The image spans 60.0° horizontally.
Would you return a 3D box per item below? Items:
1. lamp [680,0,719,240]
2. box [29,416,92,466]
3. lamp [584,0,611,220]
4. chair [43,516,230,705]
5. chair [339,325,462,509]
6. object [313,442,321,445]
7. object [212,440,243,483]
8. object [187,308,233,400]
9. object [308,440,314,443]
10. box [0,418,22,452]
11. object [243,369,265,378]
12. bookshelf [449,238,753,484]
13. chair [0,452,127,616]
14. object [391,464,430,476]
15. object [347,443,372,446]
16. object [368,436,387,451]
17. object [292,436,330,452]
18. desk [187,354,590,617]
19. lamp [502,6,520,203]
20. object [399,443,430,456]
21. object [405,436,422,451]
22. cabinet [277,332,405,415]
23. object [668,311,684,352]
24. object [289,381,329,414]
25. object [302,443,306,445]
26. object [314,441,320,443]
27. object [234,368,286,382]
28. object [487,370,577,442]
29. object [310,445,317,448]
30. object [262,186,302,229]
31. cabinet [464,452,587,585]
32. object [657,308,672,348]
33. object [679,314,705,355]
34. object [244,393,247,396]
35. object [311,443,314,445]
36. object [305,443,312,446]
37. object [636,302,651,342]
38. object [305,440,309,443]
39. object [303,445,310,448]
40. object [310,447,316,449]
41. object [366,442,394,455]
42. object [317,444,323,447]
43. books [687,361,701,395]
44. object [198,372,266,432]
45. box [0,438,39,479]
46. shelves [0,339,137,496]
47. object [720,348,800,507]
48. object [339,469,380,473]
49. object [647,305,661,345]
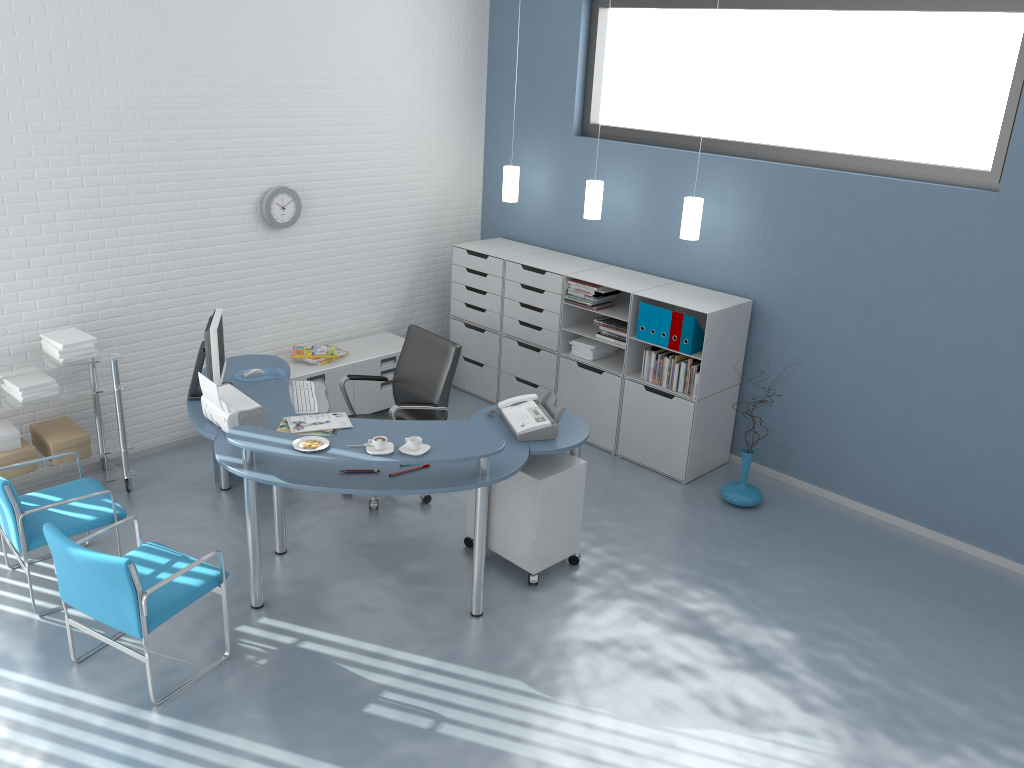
[{"bbox_3d":[1.173,-1.760,5.327,0.120,1.786,0.120,4,21,2],"label":"lamp"},{"bbox_3d":[-2.560,0.319,5.031,0.347,0.133,0.207,22,27,40],"label":"box"},{"bbox_3d":[0.602,-1.984,5.840,0.120,1.786,0.120,4,21,2],"label":"lamp"},{"bbox_3d":[-1.555,0.872,3.729,0.542,0.707,0.543,14,23,26],"label":"chair"},{"bbox_3d":[-0.716,0.206,5.279,0.652,0.948,0.584,-14,27,-38],"label":"chair"},{"bbox_3d":[-0.854,0.259,3.876,0.027,0.005,0.025,17,25,32],"label":"object"},{"bbox_3d":[-1.590,0.365,5.475,0.471,0.422,0.199,-1,21,-11],"label":"object"},{"bbox_3d":[-1.607,-0.148,4.687,0.212,0.417,0.365,-2,21,-13],"label":"object"},{"bbox_3d":[-0.880,0.252,3.892,0.025,0.005,0.027,3,21,-1],"label":"object"},{"bbox_3d":[-2.759,0.279,4.791,0.139,0.090,0.234,-14,27,-39],"label":"box"},{"bbox_3d":[-1.461,-0.066,5.024,0.115,0.035,0.054,-12,25,-34],"label":"object"},{"bbox_3d":[0.510,-0.268,6.430,2.294,1.141,0.521,21,27,40],"label":"bookshelf"},{"bbox_3d":[-2.201,0.635,4.263,0.543,0.707,0.542,-14,27,-39],"label":"chair"},{"bbox_3d":[-0.459,0.389,4.006,0.200,0.010,0.011,-12,25,-35],"label":"object"},{"bbox_3d":[-0.667,0.266,3.884,0.119,0.021,0.025,3,21,0],"label":"object"},{"bbox_3d":[-0.580,0.259,3.860,0.078,0.049,0.062,16,24,31],"label":"object"},{"bbox_3d":[-0.877,0.265,3.868,0.162,0.011,0.162,2,21,-4],"label":"object"},{"bbox_3d":[-0.838,0.486,4.583,2.282,0.900,1.402,10,22,17],"label":"desk"},{"bbox_3d":[0.031,-2.209,6.353,0.120,1.786,0.120,4,21,2],"label":"lamp"},{"bbox_3d":[-0.426,0.286,3.880,0.119,0.016,0.119,11,22,20],"label":"object"},{"bbox_3d":[-0.428,0.261,3.878,0.062,0.049,0.078,-6,23,-24],"label":"object"},{"bbox_3d":[-1.255,0.012,6.379,0.447,0.484,1.259,21,27,40],"label":"cabinet"},{"bbox_3d":[1.083,-0.348,5.590,0.082,0.247,0.181,21,27,40],"label":"object"},{"bbox_3d":[-1.164,0.070,4.919,0.276,0.028,0.478,-3,21,-15],"label":"object"},{"bbox_3d":[-0.905,0.262,3.875,0.027,0.005,0.025,1,21,-5],"label":"object"},{"bbox_3d":[-0.859,0.256,3.898,0.027,0.005,0.025,7,21,10],"label":"object"},{"bbox_3d":[-1.440,-0.066,5.051,0.285,0.026,0.213,-10,24,-31],"label":"object"},{"bbox_3d":[0.110,0.077,4.534,0.399,0.280,0.405,-3,21,-16],"label":"object"},{"bbox_3d":[-0.860,0.270,3.847,0.025,0.005,0.027,12,22,21],"label":"object"},{"bbox_3d":[-1.531,-1.176,5.901,0.041,0.277,0.279,21,27,40],"label":"object"},{"bbox_3d":[0.069,0.645,4.718,0.383,0.605,0.559,-16,28,-41],"label":"cabinet"},{"bbox_3d":[1.023,-0.371,5.643,0.082,0.247,0.181,21,27,40],"label":"object"},{"bbox_3d":[1.143,-0.324,5.536,0.082,0.247,0.181,21,27,40],"label":"object"},{"bbox_3d":[-1.389,0.084,4.674,0.013,0.013,0.178,-8,23,-27],"label":"object"},{"bbox_3d":[-0.872,0.263,3.875,0.027,0.005,0.025,14,23,27],"label":"object"},{"bbox_3d":[-0.886,0.263,3.862,0.025,0.005,0.027,-14,27,-39],"label":"object"},{"bbox_3d":[0.904,-0.418,5.750,0.082,0.247,0.181,21,27,40],"label":"object"},{"bbox_3d":[-0.893,0.253,3.899,0.027,0.005,0.025,7,21,10],"label":"object"},{"bbox_3d":[-0.892,0.272,3.848,0.027,0.005,0.025,0,21,-9],"label":"object"},{"bbox_3d":[-0.863,0.275,3.846,0.025,0.005,0.027,9,21,14],"label":"object"},{"bbox_3d":[-0.575,0.283,3.865,0.119,0.016,0.119,0,21,-9],"label":"object"},{"bbox_3d":[-0.842,0.267,3.871,0.025,0.005,0.027,16,24,30],"label":"object"},{"bbox_3d":[1.166,-0.041,5.611,0.022,0.198,0.157,21,27,40],"label":"books"},{"bbox_3d":[-1.384,0.079,4.320,0.197,0.273,0.392,-14,27,-39],"label":"object"},{"bbox_3d":[-2.765,0.383,4.830,0.347,0.133,0.207,19,26,36],"label":"box"},{"bbox_3d":[-2.651,0.278,4.947,0.896,0.848,0.441,-17,28,-42],"label":"shelves"},{"bbox_3d":[1.483,0.289,5.348,0.357,0.972,0.312,10,22,17],"label":"object"},{"bbox_3d":[-0.682,0.389,3.967,0.178,0.013,0.013,0,21,-8],"label":"object"},{"bbox_3d":[0.964,-0.395,5.697,0.082,0.247,0.181,21,27,40],"label":"object"}]
